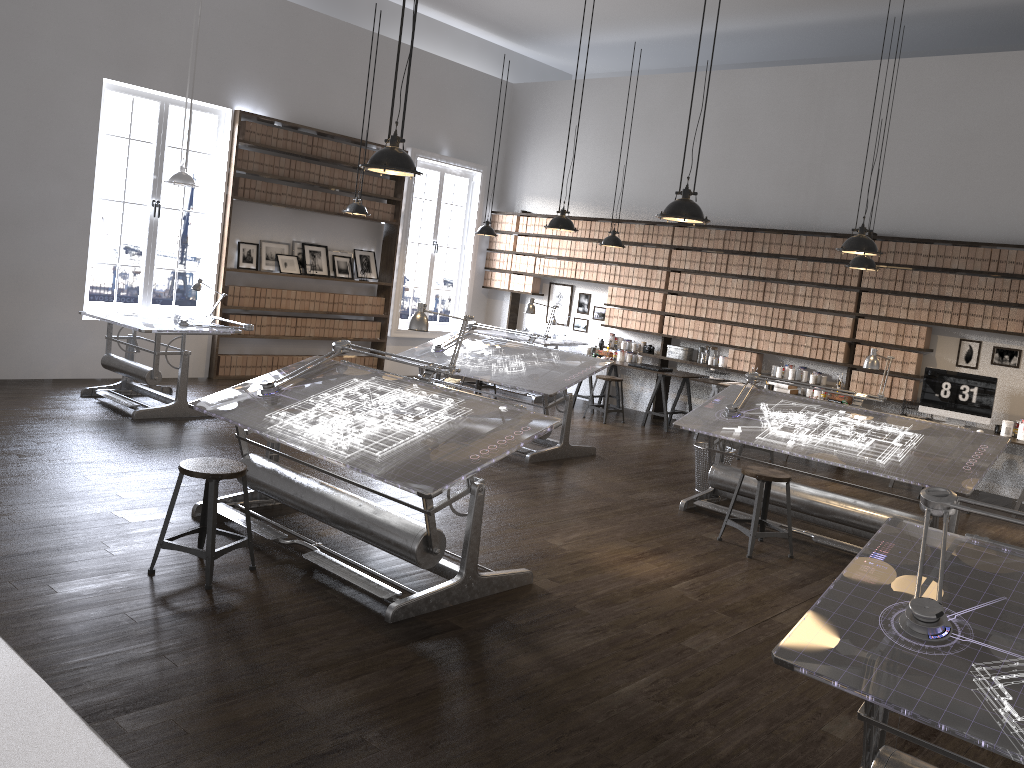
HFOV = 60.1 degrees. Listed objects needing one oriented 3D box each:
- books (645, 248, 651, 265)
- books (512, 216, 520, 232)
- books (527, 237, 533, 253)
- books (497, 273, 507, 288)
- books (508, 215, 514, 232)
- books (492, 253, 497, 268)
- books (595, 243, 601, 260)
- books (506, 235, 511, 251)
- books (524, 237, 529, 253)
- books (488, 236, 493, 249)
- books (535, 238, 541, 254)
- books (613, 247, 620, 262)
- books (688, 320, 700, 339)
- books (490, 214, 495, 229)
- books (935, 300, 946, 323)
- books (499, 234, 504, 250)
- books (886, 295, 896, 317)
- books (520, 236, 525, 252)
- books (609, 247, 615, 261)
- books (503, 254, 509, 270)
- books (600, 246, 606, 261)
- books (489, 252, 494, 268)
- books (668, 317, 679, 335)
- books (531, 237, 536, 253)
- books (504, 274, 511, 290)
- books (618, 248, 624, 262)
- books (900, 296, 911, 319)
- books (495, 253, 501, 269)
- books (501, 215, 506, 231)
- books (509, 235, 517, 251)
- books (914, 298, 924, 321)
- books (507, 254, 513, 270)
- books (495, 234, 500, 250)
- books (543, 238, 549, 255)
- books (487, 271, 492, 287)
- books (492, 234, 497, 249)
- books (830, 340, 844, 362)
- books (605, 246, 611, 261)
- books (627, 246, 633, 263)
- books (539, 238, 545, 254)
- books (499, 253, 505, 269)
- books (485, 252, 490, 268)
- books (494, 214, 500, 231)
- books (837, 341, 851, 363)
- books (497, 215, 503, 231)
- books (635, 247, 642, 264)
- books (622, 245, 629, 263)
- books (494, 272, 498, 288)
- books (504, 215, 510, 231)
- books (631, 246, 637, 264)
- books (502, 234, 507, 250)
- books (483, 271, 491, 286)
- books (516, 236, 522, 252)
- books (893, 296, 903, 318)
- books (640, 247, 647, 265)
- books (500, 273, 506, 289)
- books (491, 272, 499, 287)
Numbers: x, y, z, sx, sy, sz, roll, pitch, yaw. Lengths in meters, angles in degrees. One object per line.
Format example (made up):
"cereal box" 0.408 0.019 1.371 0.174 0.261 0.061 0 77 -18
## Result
"books" 1.758 -1.596 11.142 0.067 0.225 0.174 11 7 41
"books" 0.090 -2.278 12.631 0.067 0.224 0.174 11 7 41
"books" 0.305 -1.940 12.432 0.067 0.224 0.174 11 7 41
"books" -0.127 -1.488 12.791 0.067 0.225 0.174 11 7 41
"books" 0.035 -2.290 12.677 0.067 0.225 0.174 11 7 41
"books" -0.196 -1.787 12.871 0.067 0.225 0.174 11 7 41
"books" 1.187 -1.731 11.650 0.067 0.224 0.174 11 7 41
"books" 0.001 -2.018 12.705 0.067 0.225 0.174 11 7 41
"books" 0.255 -1.951 12.470 0.067 0.225 0.174 11 7 41
"books" -0.251 -2.078 12.928 0.067 0.225 0.174 11 7 41
"books" 0.406 -1.915 12.337 0.067 0.225 0.174 11 7 41
"books" 1.402 -1.680 11.458 0.067 0.225 0.174 11 7 41
"books" 2.214 -0.659 10.702 0.067 0.224 0.174 11 7 41
"books" -0.228 -2.352 12.910 0.067 0.225 0.174 11 7 41
"books" 4.311 -0.718 8.858 0.067 0.225 0.174 11 7 41
"books" -0.099 -2.042 12.793 0.067 0.224 0.174 11 7 41
"books" 3.956 -0.802 9.175 0.067 0.225 0.174 11 7 41
"books" 0.202 -1.963 12.518 0.067 0.225 0.174 11 7 41
"books" 1.347 -1.693 11.501 0.067 0.225 0.174 11 7 41
"books" -0.039 -1.749 12.724 0.067 0.225 0.174 11 7 41
"books" 1.238 -1.718 11.597 0.067 0.225 0.174 11 7 41
"books" -0.248 -1.799 12.917 0.067 0.225 0.174 11 7 41
"books" 2.005 -0.709 10.888 0.067 0.225 0.174 11 7 41
"books" 0.355 -1.928 12.390 0.067 0.224 0.174 11 7 41
"books" -0.017 -1.463 12.699 0.067 0.225 0.174 11 7 41
"books" 1.454 -1.668 11.411 0.067 0.225 0.174 11 7 41
"books" 4.056 -0.778 9.078 0.067 0.225 0.174 11 7 41
"books" -0.146 -1.774 12.821 0.067 0.225 0.174 11 7 41
"books" -0.064 -2.315 12.774 0.067 0.225 0.174 11 7 41
"books" 0.053 -2.006 12.658 0.067 0.225 0.174 11 7 41
"books" 4.158 -0.754 8.992 0.067 0.224 0.174 11 7 41
"books" 0.020 -1.736 12.680 0.067 0.224 0.174 11 7 41
"books" -0.147 -2.052 12.833 0.067 0.224 0.174 11 7 41
"books" 0.515 -1.890 12.242 0.067 0.225 0.174 11 7 41
"books" -0.276 -1.524 12.926 0.067 0.225 0.174 11 7 41
"books" -0.202 -2.065 12.879 0.067 0.225 0.174 11 7 41
"books" 3.506 -0.353 9.549 0.067 0.225 0.174 11 7 41
"books" 1.297 -1.705 11.551 0.067 0.225 0.174 11 7 41
"books" 1.553 -1.644 11.322 0.067 0.224 0.174 11 7 41
"books" 0.465 -1.902 12.292 0.067 0.225 0.174 11 7 41
"books" -0.091 -1.762 12.778 0.067 0.225 0.174 11 7 41
"books" -0.302 -1.811 12.957 0.067 0.225 0.174 11 7 41
"books" -0.174 -2.340 12.862 0.067 0.225 0.174 11 7 41
"books" 3.565 -0.339 9.499 0.067 0.224 0.174 11 7 41
"books" -0.119 -2.327 12.817 0.067 0.225 0.174 11 7 41
"books" 1.650 -1.621 11.230 0.067 0.225 0.174 11 7 41
"books" 1.500 -1.656 11.362 0.067 0.225 0.174 11 7 41
"books" -0.171 -1.499 12.836 0.067 0.224 0.174 11 7 41
"books" -0.014 -2.303 12.727 0.067 0.225 0.174 11 7 41
"books" 1.598 -1.633 11.279 0.067 0.224 0.174 11 7 41
"books" -0.053 -2.030 12.745 0.067 0.225 0.174 11 7 41
"books" -0.328 -1.537 12.979 0.067 0.225 0.174 11 7 41
"books" 0.150 -1.976 12.568 0.067 0.225 0.174 11 7 41
"books" 4.007 -0.790 9.128 0.067 0.225 0.174 11 7 41
"books" 1.705 -1.608 11.186 0.067 0.225 0.174 11 7 41
"books" -0.073 -1.475 12.744 0.067 0.225 0.174 11 7 41
"books" -0.218 -1.511 12.881 0.067 0.224 0.174 11 7 41
